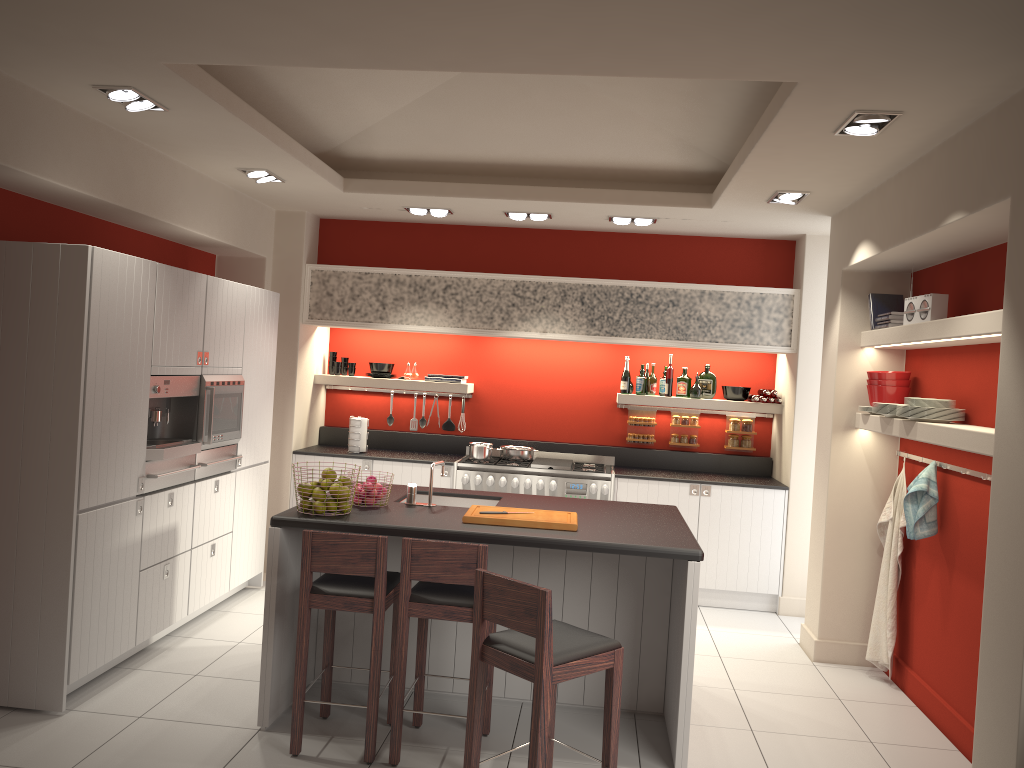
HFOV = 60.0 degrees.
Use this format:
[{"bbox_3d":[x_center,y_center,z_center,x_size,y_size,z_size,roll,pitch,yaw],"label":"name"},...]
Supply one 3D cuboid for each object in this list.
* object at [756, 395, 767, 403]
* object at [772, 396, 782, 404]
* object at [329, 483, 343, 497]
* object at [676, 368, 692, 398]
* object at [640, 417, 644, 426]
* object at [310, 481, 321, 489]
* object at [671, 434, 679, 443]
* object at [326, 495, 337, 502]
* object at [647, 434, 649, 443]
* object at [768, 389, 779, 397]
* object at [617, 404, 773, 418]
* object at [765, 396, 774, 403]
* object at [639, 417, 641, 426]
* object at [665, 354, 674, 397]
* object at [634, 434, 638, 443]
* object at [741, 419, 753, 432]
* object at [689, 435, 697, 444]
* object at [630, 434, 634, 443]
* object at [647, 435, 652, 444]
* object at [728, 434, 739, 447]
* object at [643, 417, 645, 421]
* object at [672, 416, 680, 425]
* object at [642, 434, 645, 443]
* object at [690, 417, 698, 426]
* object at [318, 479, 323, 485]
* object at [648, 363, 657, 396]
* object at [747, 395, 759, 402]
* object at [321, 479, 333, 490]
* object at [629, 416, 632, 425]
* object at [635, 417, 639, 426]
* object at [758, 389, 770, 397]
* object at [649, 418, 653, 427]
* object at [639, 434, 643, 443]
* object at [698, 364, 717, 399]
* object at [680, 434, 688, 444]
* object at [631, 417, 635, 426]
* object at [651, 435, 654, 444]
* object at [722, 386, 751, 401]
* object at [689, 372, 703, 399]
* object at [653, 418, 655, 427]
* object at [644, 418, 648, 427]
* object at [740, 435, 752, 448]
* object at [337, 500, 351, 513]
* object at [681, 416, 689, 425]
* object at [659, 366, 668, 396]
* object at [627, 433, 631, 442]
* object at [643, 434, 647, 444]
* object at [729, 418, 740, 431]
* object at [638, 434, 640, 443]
[{"bbox_3d":[2.123,0.128,7.553,0.062,0.062,0.366,4,1,6],"label":"object"},{"bbox_3d":[2.248,0.136,7.543,0.061,0.061,0.366,4,1,6],"label":"object"},{"bbox_3d":[-0.868,0.525,4.378,0.067,0.068,0.067,3,1,-32],"label":"object"},{"bbox_3d":[1.492,-0.013,7.689,0.112,0.260,0.071,4,1,35],"label":"object"},{"bbox_3d":[1.140,0.332,7.786,0.034,0.078,0.034,4,1,26],"label":"object"},{"bbox_3d":[-0.990,0.516,4.448,0.057,0.061,0.062,4,1,20],"label":"object"},{"bbox_3d":[1.431,0.480,7.782,0.068,0.088,0.068,4,1,26],"label":"object"},{"bbox_3d":[-0.900,0.597,4.492,0.084,0.079,0.086,3,1,-40],"label":"object"},{"bbox_3d":[1.196,0.483,7.820,0.034,0.078,0.034,4,1,26],"label":"object"},{"bbox_3d":[2.220,0.080,7.544,0.062,0.062,0.366,4,1,6],"label":"object"},{"bbox_3d":[1.610,0.237,7.840,1.355,0.034,0.048,4,1,6],"label":"object"},{"bbox_3d":[2.188,0.132,7.568,0.061,0.061,0.366,4,1,6],"label":"object"},{"bbox_3d":[1.126,0.330,7.826,0.034,0.078,0.034,4,1,26],"label":"object"},{"bbox_3d":[1.354,-0.074,7.653,0.062,0.366,0.210,4,1,5],"label":"object"},{"bbox_3d":[1.092,0.477,7.792,0.034,0.078,0.034,4,1,26],"label":"object"},{"bbox_3d":[2.047,0.366,7.718,0.093,0.120,0.094,4,1,26],"label":"object"},{"bbox_3d":[1.586,0.490,7.767,0.068,0.088,0.068,4,1,26],"label":"object"},{"bbox_3d":[1.053,0.475,7.796,0.034,0.078,0.034,4,1,26],"label":"object"},{"bbox_3d":[1.208,0.485,7.780,0.034,0.078,0.034,4,1,26],"label":"object"},{"bbox_3d":[1.932,0.496,7.729,0.093,0.120,0.094,4,1,26],"label":"object"},{"bbox_3d":[1.167,0.333,7.822,0.034,0.078,0.034,4,1,26],"label":"object"},{"bbox_3d":[1.441,0.320,7.780,0.068,0.088,0.068,4,1,26],"label":"object"},{"bbox_3d":[1.157,0.481,7.824,0.034,0.078,0.034,4,1,26],"label":"object"},{"bbox_3d":[1.596,0.330,7.765,0.068,0.088,0.068,4,1,26],"label":"object"},{"bbox_3d":[-0.948,0.508,4.511,0.078,0.076,0.071,3,1,-25],"label":"object"},{"bbox_3d":[1.220,-0.040,7.706,0.080,0.278,0.080,4,1,9],"label":"object"},{"bbox_3d":[2.061,0.124,7.559,0.062,0.062,0.366,4,1,6],"label":"object"},{"bbox_3d":[-0.920,0.503,4.407,0.057,0.061,0.062,4,1,20],"label":"object"},{"bbox_3d":[1.049,0.325,7.834,0.034,0.078,0.034,4,1,26],"label":"object"},{"bbox_3d":[1.101,0.329,7.790,0.034,0.078,0.034,4,1,26],"label":"object"},{"bbox_3d":[2.160,0.076,7.572,0.062,0.062,0.366,4,1,6],"label":"object"},{"bbox_3d":[1.218,0.337,7.779,0.034,0.078,0.034,4,1,26],"label":"object"},{"bbox_3d":[1.131,0.480,7.788,0.034,0.078,0.034,4,1,26],"label":"object"},{"bbox_3d":[1.685,-0.022,7.680,0.186,0.303,0.057,4,1,35],"label":"object"},{"bbox_3d":[1.509,0.485,7.774,0.068,0.088,0.068,4,1,26],"label":"object"},{"bbox_3d":[1.062,0.327,7.794,0.034,0.078,0.034,4,1,26],"label":"object"},{"bbox_3d":[1.235,0.486,7.817,0.034,0.078,0.034,4,1,26],"label":"object"},{"bbox_3d":[1.935,0.083,7.666,0.251,0.121,0.251,3,1,-12],"label":"object"},{"bbox_3d":[1.573,0.011,7.555,0.113,0.226,0.113,4,1,17],"label":"object"},{"bbox_3d":[1.244,0.338,7.815,0.034,0.078,0.034,4,1,26],"label":"object"},{"bbox_3d":[1.179,0.334,7.783,0.034,0.078,0.034,4,1,26],"label":"object"},{"bbox_3d":[2.038,0.503,7.719,0.093,0.120,0.094,4,1,26],"label":"object"},{"bbox_3d":[-0.841,0.609,4.429,0.068,0.068,0.068,4,1,17],"label":"object"},{"bbox_3d":[1.519,0.325,7.773,0.068,0.088,0.068,4,1,26],"label":"object"},{"bbox_3d":[1.339,-0.025,7.749,0.094,0.263,0.094,3,1,-28],"label":"object"},{"bbox_3d":[1.039,0.473,7.836,0.034,0.078,0.034,4,1,26],"label":"object"},{"bbox_3d":[1.170,0.482,7.784,0.034,0.078,0.034,4,1,26],"label":"object"},{"bbox_3d":[1.940,0.359,7.728,0.093,0.120,0.094,4,1,26],"label":"object"},{"bbox_3d":[1.117,0.478,7.828,0.034,0.078,0.034,4,1,26],"label":"object"}]
